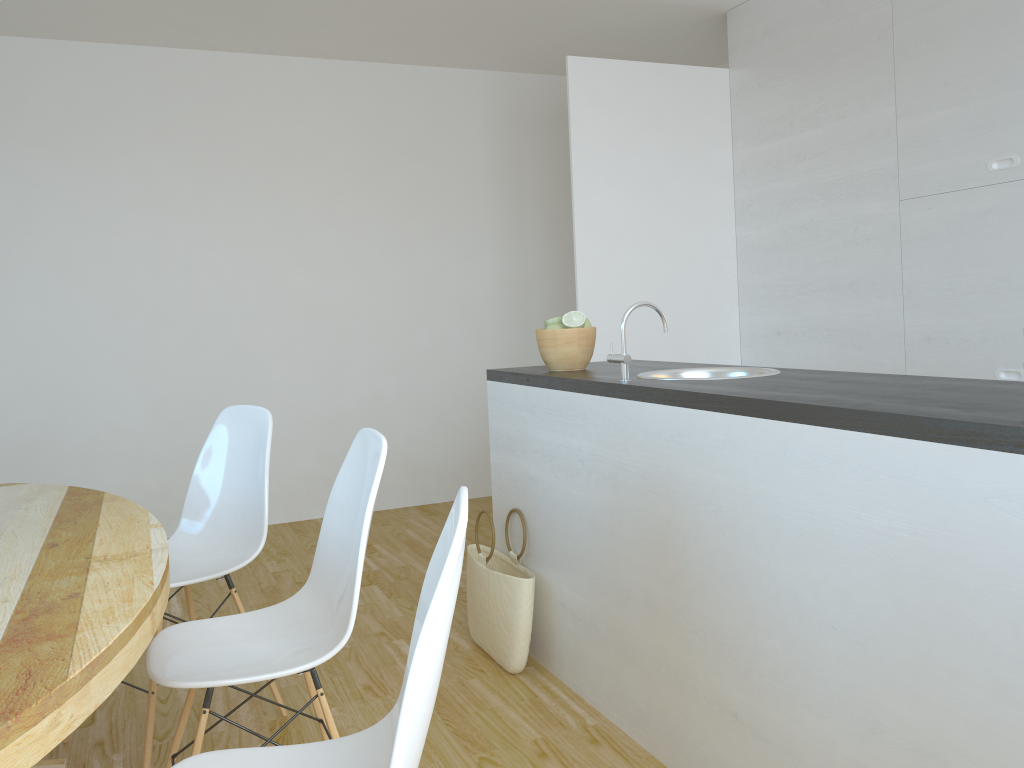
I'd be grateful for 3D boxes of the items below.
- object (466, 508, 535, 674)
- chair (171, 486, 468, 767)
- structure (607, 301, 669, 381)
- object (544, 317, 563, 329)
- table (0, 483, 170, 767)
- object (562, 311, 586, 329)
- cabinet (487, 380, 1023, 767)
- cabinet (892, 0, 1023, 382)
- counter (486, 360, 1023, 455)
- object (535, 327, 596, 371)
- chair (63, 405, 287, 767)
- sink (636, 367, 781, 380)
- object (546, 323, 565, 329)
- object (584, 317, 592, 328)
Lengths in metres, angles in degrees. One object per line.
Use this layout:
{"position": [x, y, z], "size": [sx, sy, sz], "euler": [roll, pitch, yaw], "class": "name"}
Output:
{"position": [-0.379, 0.711, 2.643], "size": [0.471, 0.501, 1.193], "euler": [0, 5, 45], "class": "object"}
{"position": [-0.302, 0.613, 1.218], "size": [0.523, 0.900, 0.430], "euler": [-3, 2, -3], "class": "chair"}
{"position": [0.353, -0.123, 2.479], "size": [0.162, 0.215, 0.097], "euler": [-3, 2, -23], "class": "structure"}
{"position": [0.151, -0.198, 3.038], "size": [0.086, 0.065, 0.084], "euler": [-3, 3, -11], "class": "object"}
{"position": [-1.214, 0.716, 1.527], "size": [1.195, 0.724, 2.192], "euler": [-4, 4, -24], "class": "table"}
{"position": [0.204, -0.206, 2.921], "size": [0.077, 0.071, 0.074], "euler": [-2, 3, 2], "class": "object"}
{"position": [0.673, 0.484, 2.242], "size": [0.601, 0.908, 2.403], "euler": [-3, 4, -23], "class": "cabinet"}
{"position": [2.481, -0.399, 2.331], "size": [0.481, 2.297, 3.205], "euler": [-3, 3, -23], "class": "cabinet"}
{"position": [0.652, 0.011, 2.234], "size": [0.601, 0.040, 2.403], "euler": [-4, 5, -23], "class": "counter"}
{"position": [0.185, -0.118, 2.986], "size": [0.205, 0.141, 0.205], "euler": [-1, 4, 29], "class": "object"}
{"position": [-0.959, 0.537, 2.560], "size": [0.429, 0.900, 0.524], "euler": [-1, 2, 37], "class": "chair"}
{"position": [0.563, 0.044, 2.538], "size": [0.403, 0.156, 0.405], "euler": [-1, 4, 19], "class": "sink"}
{"position": [0.155, -0.163, 2.961], "size": [0.097, 0.085, 0.081], "euler": [-1, 3, 32], "class": "object"}
{"position": [0.229, -0.183, 2.993], "size": [0.086, 0.098, 0.102], "euler": [-3, 3, -2], "class": "object"}
